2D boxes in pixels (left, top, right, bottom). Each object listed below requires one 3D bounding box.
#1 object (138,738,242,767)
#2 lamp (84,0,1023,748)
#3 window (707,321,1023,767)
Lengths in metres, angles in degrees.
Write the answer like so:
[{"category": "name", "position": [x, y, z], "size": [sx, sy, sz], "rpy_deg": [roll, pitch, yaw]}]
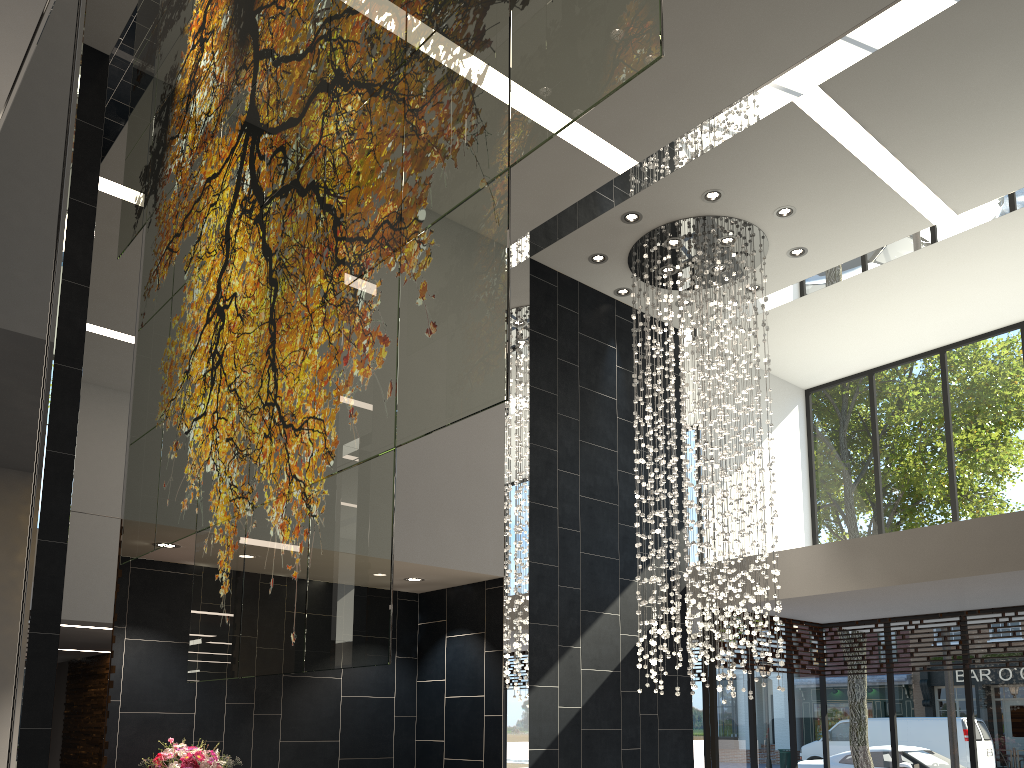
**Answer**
[{"category": "object", "position": [-2.376, 2.903, 6.257], "size": [0.707, 0.640, 0.683], "rpy_deg": [-13, -21, 38]}, {"category": "lamp", "position": [-1.466, -42.967, 8.845], "size": [400.901, 108.064, 422.100], "rpy_deg": [6, -22, -14]}, {"category": "window", "position": [5.045, 1.713, 7.981], "size": [2.405, 5.694, 6.348], "rpy_deg": [10, -18, -39]}]
